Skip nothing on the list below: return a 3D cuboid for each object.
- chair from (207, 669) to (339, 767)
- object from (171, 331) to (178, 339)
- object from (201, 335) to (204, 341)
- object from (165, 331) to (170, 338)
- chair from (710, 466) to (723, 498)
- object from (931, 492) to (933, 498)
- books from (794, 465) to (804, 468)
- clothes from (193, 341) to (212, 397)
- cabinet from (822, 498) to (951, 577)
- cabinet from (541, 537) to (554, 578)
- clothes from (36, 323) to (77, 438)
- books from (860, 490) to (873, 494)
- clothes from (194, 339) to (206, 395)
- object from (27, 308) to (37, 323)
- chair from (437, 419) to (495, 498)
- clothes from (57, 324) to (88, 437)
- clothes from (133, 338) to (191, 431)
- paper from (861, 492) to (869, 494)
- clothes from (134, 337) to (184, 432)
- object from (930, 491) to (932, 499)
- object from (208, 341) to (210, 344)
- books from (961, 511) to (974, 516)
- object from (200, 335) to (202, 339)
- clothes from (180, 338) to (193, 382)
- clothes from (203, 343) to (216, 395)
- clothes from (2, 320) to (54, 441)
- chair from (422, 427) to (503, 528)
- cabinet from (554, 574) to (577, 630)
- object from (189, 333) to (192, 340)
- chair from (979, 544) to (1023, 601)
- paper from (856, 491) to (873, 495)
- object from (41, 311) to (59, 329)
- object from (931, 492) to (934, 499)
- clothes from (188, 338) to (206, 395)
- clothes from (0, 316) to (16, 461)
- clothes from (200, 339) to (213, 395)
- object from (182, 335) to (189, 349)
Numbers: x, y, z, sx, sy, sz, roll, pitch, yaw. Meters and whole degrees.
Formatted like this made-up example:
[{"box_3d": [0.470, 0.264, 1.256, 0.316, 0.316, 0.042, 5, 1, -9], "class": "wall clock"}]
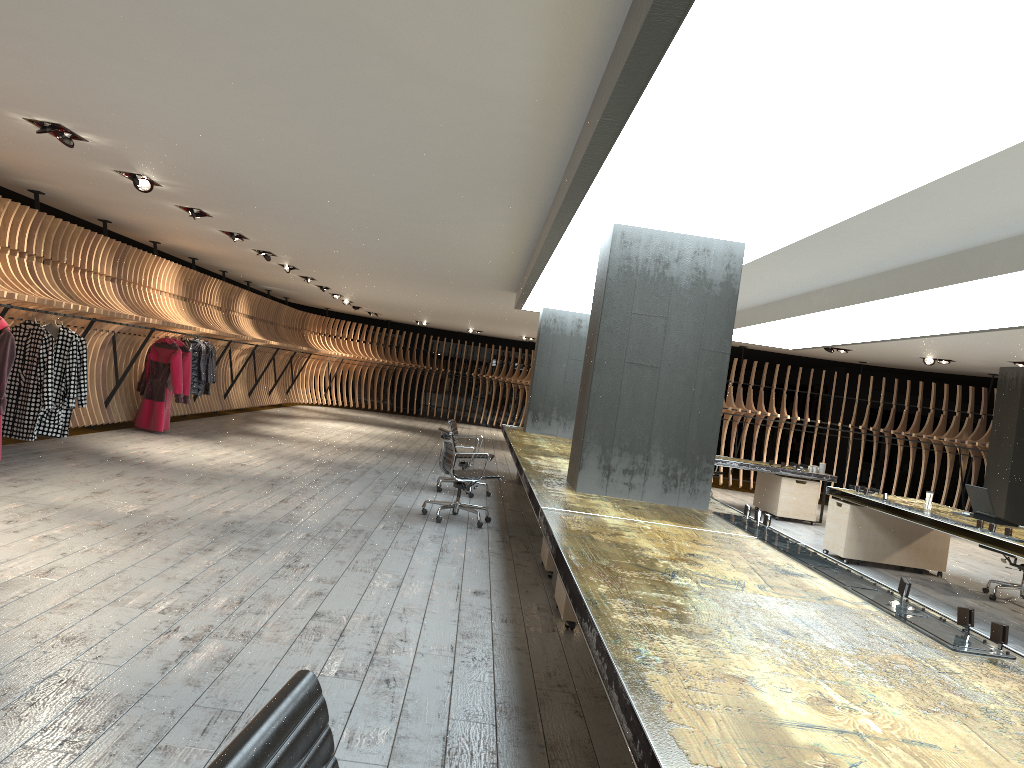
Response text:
[{"box_3d": [-0.147, 0.938, 1.225, 0.667, 0.860, 0.693, 8, -1, -6], "class": "chair"}, {"box_3d": [-4.863, -0.617, 12.718, 0.523, 0.291, 0.015, 8, -1, 8], "class": "object"}, {"box_3d": [-4.901, -0.646, 13.937, 0.438, 0.244, 0.010, 8, -1, -2], "class": "object"}, {"box_3d": [-4.846, -0.625, 12.445, 0.525, 0.270, 0.012, 8, -1, 28], "class": "object"}, {"box_3d": [3.041, 1.334, 14.370, 0.665, 1.023, 0.699, 9, -1, -21], "class": "chair"}, {"box_3d": [4.190, 1.161, 8.877, 0.030, 0.170, 0.007, 8, -1, 38], "class": "object"}, {"box_3d": [4.409, 1.274, 13.643, 0.110, 0.025, 0.155, 8, 0, 3], "class": "books"}, {"box_3d": [-4.910, -0.249, 13.814, 0.585, 0.854, 0.211, 8, -1, 25], "class": "clothes"}, {"box_3d": [4.122, 1.686, 9.774, 1.131, 0.630, 0.593, 8, -1, -2], "class": "cabinet"}, {"box_3d": [0.834, 1.203, 6.846, 1.131, 0.630, 0.593, 8, -1, -2], "class": "cabinet"}, {"box_3d": [-4.794, -0.049, 8.987, 0.773, 1.161, 0.191, 8, -1, -1], "class": "clothes"}, {"box_3d": [3.932, 1.200, 9.905, 0.155, 0.025, 0.110, 8, 0, -7], "class": "books"}, {"box_3d": [-4.908, -0.274, 13.639, 0.511, 0.854, 0.227, 8, -1, 19], "class": "clothes"}, {"box_3d": [-4.712, -0.608, 8.692, 0.525, 0.270, 0.012, 8, -1, 18], "class": "object"}, {"box_3d": [-0.524, 0.894, 10.717, 0.667, 0.860, 0.693, 8, -1, -6], "class": "chair"}, {"box_3d": [-4.789, -0.048, 9.212, 0.772, 1.161, 0.191, 8, -1, -11], "class": "clothes"}, {"box_3d": [-4.997, -0.012, 12.725, 0.840, 1.317, 0.318, 8, -1, 6], "class": "clothes"}, {"box_3d": [3.936, 1.212, 9.902, 0.176, 0.004, 0.130, 8, 0, 4], "class": "paper"}, {"box_3d": [-4.916, -0.005, 12.449, 0.840, 1.312, 0.320, 8, -1, 27], "class": "clothes"}, {"box_3d": [4.202, 1.162, 8.909, 0.007, 0.170, 0.030, 8, -1, 21], "class": "object"}, {"box_3d": [-4.899, -0.652, 14.303, 0.440, 0.226, 0.010, 8, -1, 38], "class": "object"}, {"box_3d": [4.520, 1.276, 8.696, 0.186, 0.027, 0.112, 8, 0, -17], "class": "books"}, {"box_3d": [-4.866, -0.648, 13.818, 0.440, 0.226, 0.010, 8, -1, 23], "class": "object"}, {"box_3d": [-4.880, -0.259, 13.119, 0.746, 0.854, 0.166, 8, -1, 43], "class": "clothes"}, {"box_3d": [-4.921, -0.249, 14.270, 0.683, 0.854, 0.181, 8, -1, 41], "class": "clothes"}, {"box_3d": [-4.771, -0.046, 8.696, 0.773, 1.161, 0.191, 8, -1, 19], "class": "clothes"}, {"box_3d": [-0.446, 0.903, 8.641, 0.667, 0.860, 0.694, 9, -1, -26], "class": "chair"}, {"box_3d": [0.880, 1.208, 5.494, 1.131, 0.630, 0.593, 8, -1, -2], "class": "cabinet"}, {"box_3d": [-4.866, -0.652, 13.365, 0.440, 0.226, 0.010, 8, -1, -12], "class": "object"}, {"box_3d": [4.959, 1.690, 8.606, 0.667, 0.860, 0.693, 8, -1, -16], "class": "chair"}, {"box_3d": [3.936, 1.215, 9.901, 0.176, 0.004, 0.130, 8, 0, 0], "class": "paper"}, {"box_3d": [-4.695, -0.605, 9.018, 0.525, 0.270, 0.012, 8, -1, -2], "class": "object"}, {"box_3d": [4.198, 1.162, 8.882, 0.030, 0.170, 0.007, 8, -1, 11], "class": "object"}, {"box_3d": [-4.860, -0.270, 13.399, 0.501, 0.854, 0.245, 9, -1, -18], "class": "clothes"}, {"box_3d": [-4.764, 0.015, 7.929, 0.840, 1.312, 0.320, 8, -1, 27], "class": "clothes"}, {"box_3d": [-4.927, -0.274, 13.940, 0.530, 0.856, 0.234, 8, -1, -3], "class": "clothes"}, {"box_3d": [-4.856, -0.651, 13.128, 0.010, 0.226, 0.440, 9, -1, -42], "class": "object"}]
